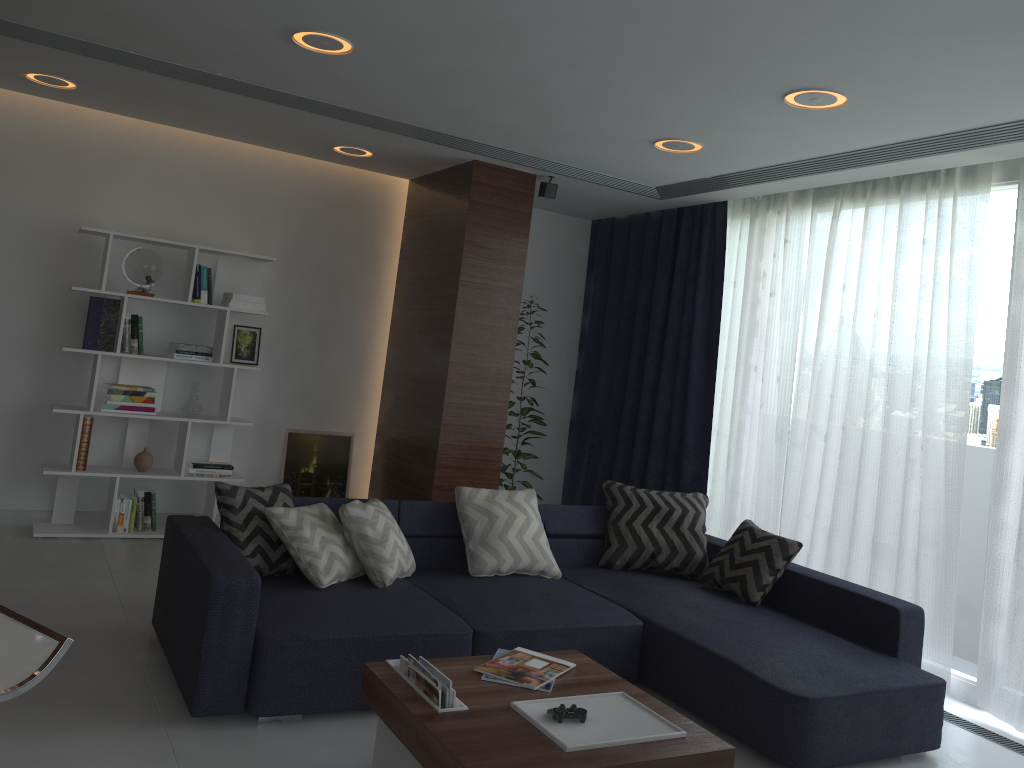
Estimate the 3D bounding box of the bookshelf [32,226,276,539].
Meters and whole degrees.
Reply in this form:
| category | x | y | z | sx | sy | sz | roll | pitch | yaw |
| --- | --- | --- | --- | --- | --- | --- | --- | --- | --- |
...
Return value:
| category | x | y | z | sx | sy | sz | roll | pitch | yaw |
| --- | --- | --- | --- | --- | --- | --- | --- | --- | --- |
| bookshelf | -2.211 | 0.022 | 5.527 | 1.144 | 1.828 | 0.300 | 8 | -4 | -29 |

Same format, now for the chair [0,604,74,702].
| category | x | y | z | sx | sy | sz | roll | pitch | yaw |
| --- | --- | --- | --- | --- | --- | --- | --- | --- | --- |
| chair | -1.140 | 0.801 | 1.552 | 0.397 | 0.712 | 0.460 | 5 | -3 | 33 |

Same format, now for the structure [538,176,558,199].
| category | x | y | z | sx | sy | sz | roll | pitch | yaw |
| --- | --- | --- | --- | --- | --- | --- | --- | --- | --- |
| structure | 0.235 | -1.270 | 5.730 | 0.084 | 0.143 | 0.114 | 8 | -2 | -24 |

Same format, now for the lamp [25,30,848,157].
| category | x | y | z | sx | sy | sz | roll | pitch | yaw |
| --- | --- | --- | --- | --- | --- | --- | --- | --- | --- |
| lamp | -2.464 | -1.536 | 1.378 | 9.523 | 0.085 | 5.367 | 6 | 2 | -43 |

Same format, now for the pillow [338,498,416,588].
| category | x | y | z | sx | sy | sz | roll | pitch | yaw |
| --- | --- | --- | --- | --- | --- | --- | --- | --- | --- |
| pillow | -0.592 | 0.696 | 3.937 | 0.281 | 0.352 | 0.416 | 6 | -1 | 14 |

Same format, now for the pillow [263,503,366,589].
| category | x | y | z | sx | sy | sz | roll | pitch | yaw |
| --- | --- | --- | --- | --- | --- | --- | --- | --- | --- |
| pillow | -0.825 | 0.679 | 3.775 | 0.331 | 0.296 | 0.413 | 7 | -1 | 23 |

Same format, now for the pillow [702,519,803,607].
| category | x | y | z | sx | sy | sz | roll | pitch | yaw |
| --- | --- | --- | --- | --- | --- | --- | --- | --- | --- |
| pillow | 1.177 | 0.878 | 4.371 | 0.285 | 0.346 | 0.415 | 8 | -1 | -25 |

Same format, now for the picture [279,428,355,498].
| category | x | y | z | sx | sy | sz | roll | pitch | yaw |
| --- | --- | --- | --- | --- | --- | --- | --- | --- | --- |
| picture | -1.365 | 0.677 | 6.141 | 0.497 | 0.702 | 0.083 | 8 | -4 | -29 |

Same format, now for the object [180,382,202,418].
| category | x | y | z | sx | sy | sz | roll | pitch | yaw |
| --- | --- | --- | --- | --- | --- | --- | --- | --- | --- |
| object | -2.022 | 0.100 | 5.589 | 0.131 | 0.221 | 0.132 | 8 | -3 | -24 |

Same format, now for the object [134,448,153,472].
| category | x | y | z | sx | sy | sz | roll | pitch | yaw |
| --- | --- | --- | --- | --- | --- | --- | --- | --- | --- |
| object | -2.280 | 0.468 | 5.472 | 0.110 | 0.148 | 0.123 | 8 | -2 | -32 |

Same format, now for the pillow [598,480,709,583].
| category | x | y | z | sx | sy | sz | roll | pitch | yaw |
| --- | --- | --- | --- | --- | --- | --- | --- | --- | --- |
| pillow | 0.772 | 0.831 | 4.773 | 0.598 | 0.521 | 0.354 | 7 | -2 | 1 |

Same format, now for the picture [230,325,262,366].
| category | x | y | z | sx | sy | sz | roll | pitch | yaw |
| --- | --- | --- | --- | --- | --- | --- | --- | --- | --- |
| picture | -1.780 | -0.259 | 5.915 | 0.181 | 0.257 | 0.059 | 8 | -4 | -29 |

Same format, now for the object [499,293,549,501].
| category | x | y | z | sx | sy | sz | roll | pitch | yaw |
| --- | --- | --- | --- | --- | --- | --- | --- | --- | --- |
| object | 0.050 | 0.267 | 6.274 | 0.505 | 1.854 | 0.479 | 5 | -4 | 29 |

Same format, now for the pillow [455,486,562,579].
| category | x | y | z | sx | sy | sz | roll | pitch | yaw |
| --- | --- | --- | --- | --- | --- | --- | --- | --- | --- |
| pillow | -0.029 | 0.725 | 4.324 | 0.492 | 0.390 | 0.343 | 7 | -2 | -29 |

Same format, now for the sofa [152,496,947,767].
| category | x | y | z | sx | sy | sz | roll | pitch | yaw |
| --- | --- | --- | --- | --- | --- | --- | --- | --- | --- |
| sofa | 0.183 | 0.965 | 3.687 | 2.857 | 0.610 | 1.904 | 6 | 1 | -29 |

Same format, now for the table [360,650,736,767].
| category | x | y | z | sx | sy | sz | roll | pitch | yaw |
| --- | --- | --- | --- | --- | --- | --- | --- | --- | --- |
| table | 0.059 | 1.103 | 2.594 | 0.796 | 0.354 | 0.807 | 7 | 1 | -29 |

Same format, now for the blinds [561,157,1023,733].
| category | x | y | z | sx | sy | sz | roll | pitch | yaw |
| --- | --- | --- | --- | --- | --- | --- | --- | --- | --- |
| blinds | -0.084 | -0.140 | 2.891 | 5.771 | 2.783 | 7.152 | 7 | 1 | -26 |

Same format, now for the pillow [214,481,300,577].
| category | x | y | z | sx | sy | sz | roll | pitch | yaw |
| --- | --- | --- | --- | --- | --- | --- | --- | --- | --- |
| pillow | -1.062 | 0.614 | 3.755 | 0.222 | 0.387 | 0.412 | 5 | -2 | 31 |

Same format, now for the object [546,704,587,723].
| category | x | y | z | sx | sy | sz | roll | pitch | yaw |
| --- | --- | --- | --- | --- | --- | --- | --- | --- | --- |
| object | 0.160 | 0.929 | 2.502 | 0.112 | 0.036 | 0.071 | 7 | 0 | -16 |

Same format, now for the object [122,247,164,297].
| category | x | y | z | sx | sy | sz | roll | pitch | yaw |
| --- | --- | --- | --- | --- | --- | --- | --- | --- | --- |
| object | -2.280 | -0.652 | 5.439 | 0.234 | 0.385 | 0.219 | 7 | -3 | -10 |
